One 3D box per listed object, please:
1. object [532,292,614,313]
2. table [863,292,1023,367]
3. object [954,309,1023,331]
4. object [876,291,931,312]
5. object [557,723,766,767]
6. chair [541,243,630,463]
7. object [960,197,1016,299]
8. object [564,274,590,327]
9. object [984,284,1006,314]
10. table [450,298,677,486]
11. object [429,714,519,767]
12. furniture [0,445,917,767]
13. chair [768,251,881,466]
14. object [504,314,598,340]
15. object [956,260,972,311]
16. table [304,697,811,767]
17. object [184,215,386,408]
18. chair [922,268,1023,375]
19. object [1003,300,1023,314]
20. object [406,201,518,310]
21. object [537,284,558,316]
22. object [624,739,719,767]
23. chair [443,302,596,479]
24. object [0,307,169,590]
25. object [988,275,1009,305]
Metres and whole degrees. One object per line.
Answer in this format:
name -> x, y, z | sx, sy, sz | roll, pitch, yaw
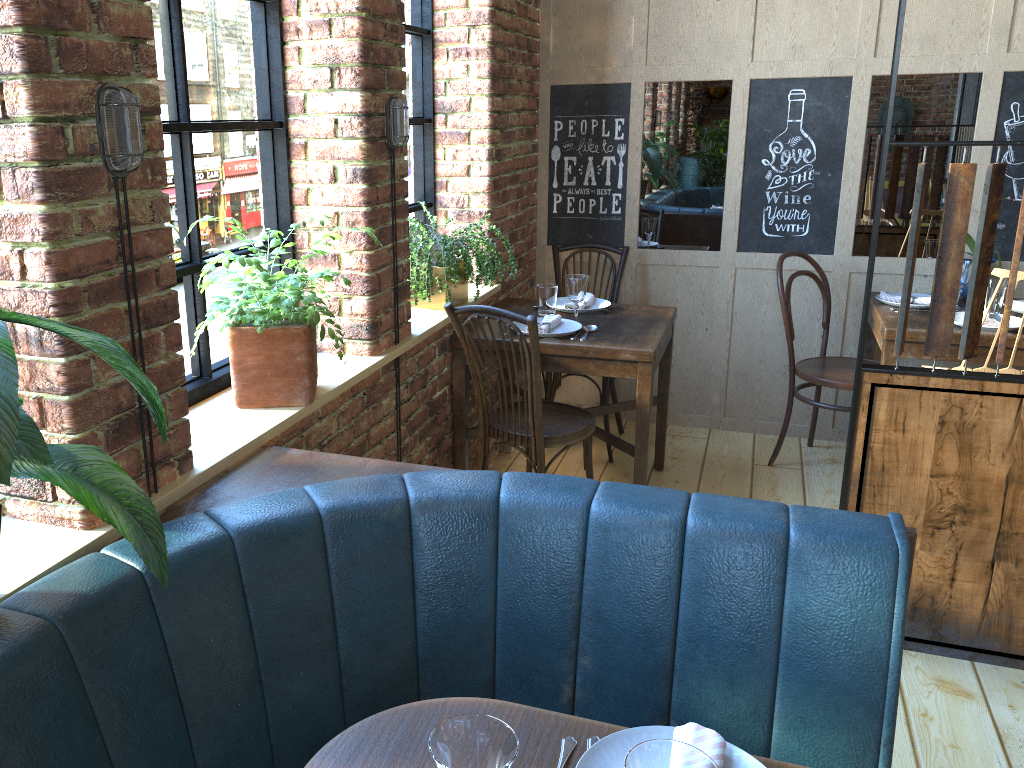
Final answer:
object -> 0.260, -0.342, 3.687 | 0.336, 0.051, 0.262 | 6, 18, 21
table -> 1.840, 0.069, 3.569 | 0.773, 0.722, 0.734 | 5, 17, 17
object -> 1.774, -0.239, 3.259 | 0.336, 0.051, 0.262 | 6, 18, 21
object -> 1.651, -0.349, 3.630 | 0.277, 0.051, 0.318 | 4, 18, 16
object -> 0.194, 0.512, 1.105 | 0.336, 0.051, 0.262 | 6, 18, 21
chair -> 0.327, -0.166, 4.097 | 0.414, 0.909, 0.514 | 4, 16, 12
object -> 1.941, -0.570, 3.692 | 0.223, 0.428, 0.134 | 4, 16, 14
object -> 0.246, -0.314, 3.356 | 0.097, 0.190, 0.100 | -3, 16, -11
object -> 1.853, -0.321, 3.407 | 0.085, 0.119, 0.084 | 2, 16, 7
table -> 0.226, 0.095, 3.578 | 0.773, 0.722, 0.734 | 5, 17, 17
object -> -0.042, 0.480, 0.981 | 0.094, 0.190, 0.103 | -14, 21, -41
furniture -> -0.293, 0.918, 0.734 | 1.405, 0.816, 2.555 | 4, 18, 16
chair -> 1.390, -0.080, 3.753 | 0.420, 0.914, 0.576 | -13, 20, -38
object -> 0.143, -0.219, 3.290 | 0.336, 0.051, 0.262 | 6, 18, 21
object -> 1.788, -0.393, 3.524 | 0.097, 0.190, 0.100 | -3, 16, -11
table -> -0.033, 1.022, 0.654 | 0.847, 0.656, 1.506 | 4, 17, 16
object -> -0.605, -0.196, 2.211 | 0.440, 0.479, 0.442 | 13, 21, 38
chair -> 1.724, 0.062, 3.139 | 0.541, 0.999, 0.449 | 2, 16, 5
object -> 2.091, -0.309, 3.472 | 0.278, 0.051, 0.316 | 6, 18, 20
object -> -0.239, -0.471, 3.282 | 0.513, 0.367, 0.593 | 5, 17, 17
object -> 0.143, -0.340, 3.571 | 0.088, 0.119, 0.081 | 11, 19, 34
object -> 0.165, 0.491, 0.935 | 0.094, 0.190, 0.103 | -14, 21, -41
chair -> 0.061, 0.128, 3.145 | 0.424, 0.909, 0.500 | 12, 20, 36
object -> -0.813, -0.010, 1.120 | 0.625, 0.746, 0.717 | 5, 17, 16
object -> 1.959, -0.375, 3.577 | 0.085, 0.119, 0.084 | 2, 16, 7
